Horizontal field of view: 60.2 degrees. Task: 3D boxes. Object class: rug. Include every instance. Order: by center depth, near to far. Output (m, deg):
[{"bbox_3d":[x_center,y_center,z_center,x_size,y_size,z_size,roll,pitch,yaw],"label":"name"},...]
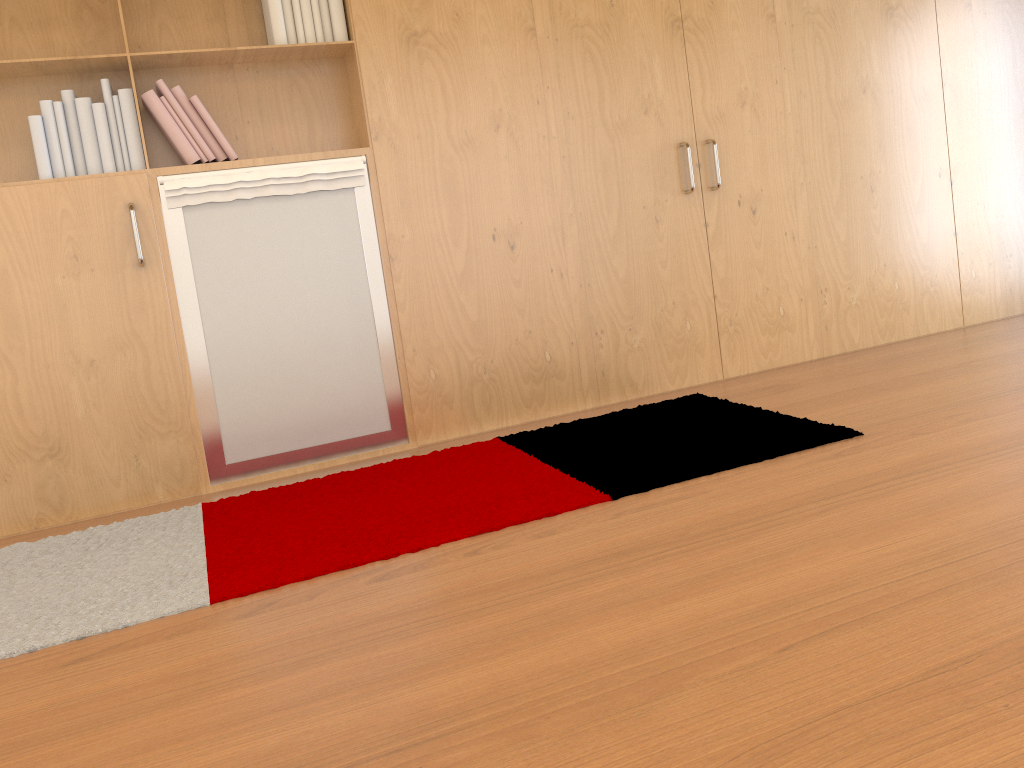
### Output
[{"bbox_3d":[-0.830,0.448,2.450,3.736,0.011,0.922,-11,10,-20],"label":"rug"}]

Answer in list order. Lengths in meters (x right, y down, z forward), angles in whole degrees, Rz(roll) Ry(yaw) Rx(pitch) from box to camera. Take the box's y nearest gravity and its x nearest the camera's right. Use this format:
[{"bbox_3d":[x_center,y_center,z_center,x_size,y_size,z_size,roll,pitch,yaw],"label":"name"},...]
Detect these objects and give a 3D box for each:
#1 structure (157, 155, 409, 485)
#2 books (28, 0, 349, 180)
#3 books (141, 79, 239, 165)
[{"bbox_3d":[-0.821,-0.250,3.220,0.728,1.070,0.317,-10,6,-20],"label":"structure"},{"bbox_3d":[-2.040,-0.892,2.711,3.121,0.654,0.189,-11,7,-20],"label":"books"},{"bbox_3d":[-1.117,-0.898,3.062,0.280,0.294,0.176,-11,7,-20],"label":"books"}]
